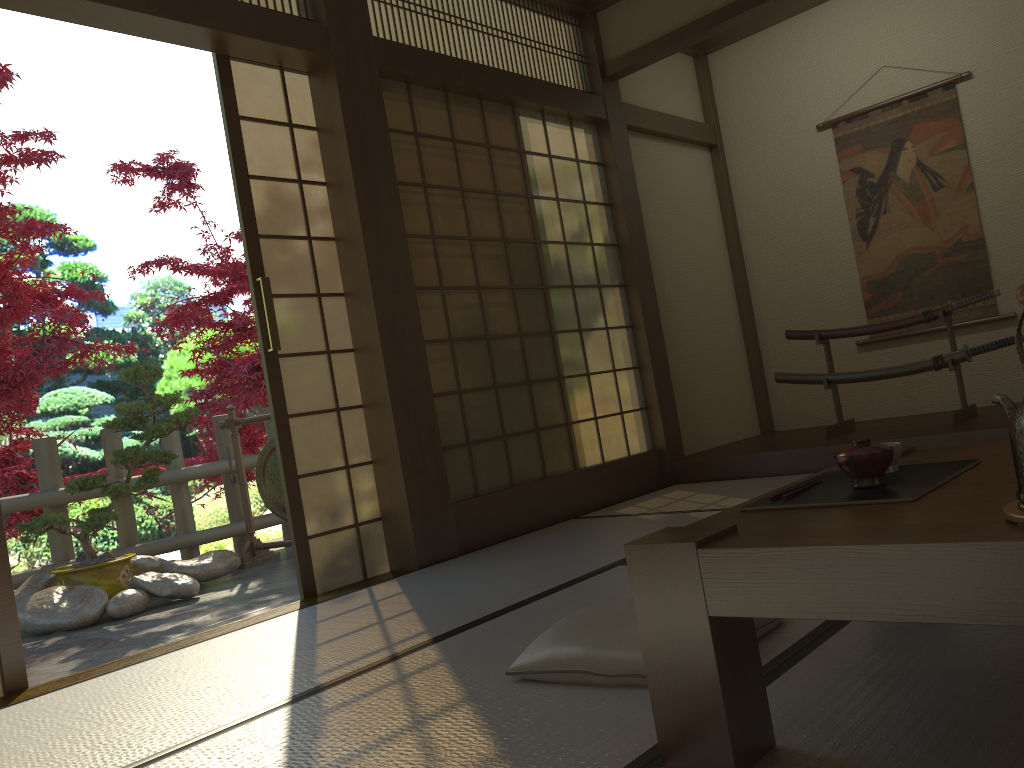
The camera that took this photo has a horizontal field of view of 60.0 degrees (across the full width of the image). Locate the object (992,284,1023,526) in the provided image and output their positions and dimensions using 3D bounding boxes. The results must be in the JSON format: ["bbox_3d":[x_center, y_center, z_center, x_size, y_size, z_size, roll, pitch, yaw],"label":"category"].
[{"bbox_3d":[0.702,0.011,1.097,0.226,0.296,0.219,-11,-2,37],"label":"object"}]

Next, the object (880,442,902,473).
[{"bbox_3d":[0.720,0.144,1.720,0.074,0.052,0.073,-10,-2,-5],"label":"object"}]

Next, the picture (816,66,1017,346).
[{"bbox_3d":[2.491,-1.168,5.589,0.952,1.725,0.038,-11,-2,42],"label":"picture"}]

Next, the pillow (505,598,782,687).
[{"bbox_3d":[0.310,0.566,2.006,0.486,0.107,0.496,-11,-2,35],"label":"pillow"}]

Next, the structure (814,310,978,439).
[{"bbox_3d":[2.150,-0.055,5.035,0.712,0.604,0.446,-11,-2,42],"label":"structure"}]

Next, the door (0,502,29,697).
[{"bbox_3d":[-2.313,-0.057,2.090,0.073,2.380,1.894,-11,-2,42],"label":"door"}]

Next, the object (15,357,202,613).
[{"bbox_3d":[-2.229,0.554,5.009,1.032,1.362,0.586,-9,-2,-22],"label":"object"}]

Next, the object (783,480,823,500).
[{"bbox_3d":[0.547,0.194,1.660,0.008,0.008,0.200,-11,-2,38],"label":"object"}]

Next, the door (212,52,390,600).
[{"bbox_3d":[-0.383,-0.319,4.268,0.073,2.380,1.894,-11,-2,42],"label":"door"}]

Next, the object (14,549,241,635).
[{"bbox_3d":[-2.164,1.101,4.942,1.147,0.276,1.260,-11,-2,38],"label":"object"}]

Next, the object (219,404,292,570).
[{"bbox_3d":[-1.391,0.584,5.671,1.045,1.061,0.368,-10,-2,20],"label":"object"}]

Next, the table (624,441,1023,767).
[{"bbox_3d":[0.899,0.305,1.421,1.000,0.350,1.000,-11,-2,42],"label":"table"}]

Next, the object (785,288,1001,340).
[{"bbox_3d":[2.102,-0.354,4.982,1.186,0.121,0.086,-11,-2,43],"label":"object"}]

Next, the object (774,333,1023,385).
[{"bbox_3d":[2.128,-0.102,4.991,1.369,0.144,0.100,-11,-2,43],"label":"object"}]

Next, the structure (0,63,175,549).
[{"bbox_3d":[-4.054,-0.319,5.396,3.412,4.004,3.045,-9,-2,-16],"label":"structure"}]

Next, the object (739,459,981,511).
[{"bbox_3d":[0.645,0.184,1.626,0.300,0.007,0.400,-11,-2,42],"label":"object"}]

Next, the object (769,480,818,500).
[{"bbox_3d":[0.535,0.197,1.672,0.008,0.008,0.200,-11,-2,42],"label":"object"}]

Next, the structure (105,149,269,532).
[{"bbox_3d":[-1.753,-0.627,8.115,3.412,4.004,3.045,-11,-3,44],"label":"structure"}]

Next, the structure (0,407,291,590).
[{"bbox_3d":[-2.688,0.858,5.391,0.245,1.136,7.456,-11,-2,42],"label":"structure"}]

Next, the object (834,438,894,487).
[{"bbox_3d":[0.627,0.138,1.573,0.100,0.080,0.100,-11,-2,42],"label":"object"}]
